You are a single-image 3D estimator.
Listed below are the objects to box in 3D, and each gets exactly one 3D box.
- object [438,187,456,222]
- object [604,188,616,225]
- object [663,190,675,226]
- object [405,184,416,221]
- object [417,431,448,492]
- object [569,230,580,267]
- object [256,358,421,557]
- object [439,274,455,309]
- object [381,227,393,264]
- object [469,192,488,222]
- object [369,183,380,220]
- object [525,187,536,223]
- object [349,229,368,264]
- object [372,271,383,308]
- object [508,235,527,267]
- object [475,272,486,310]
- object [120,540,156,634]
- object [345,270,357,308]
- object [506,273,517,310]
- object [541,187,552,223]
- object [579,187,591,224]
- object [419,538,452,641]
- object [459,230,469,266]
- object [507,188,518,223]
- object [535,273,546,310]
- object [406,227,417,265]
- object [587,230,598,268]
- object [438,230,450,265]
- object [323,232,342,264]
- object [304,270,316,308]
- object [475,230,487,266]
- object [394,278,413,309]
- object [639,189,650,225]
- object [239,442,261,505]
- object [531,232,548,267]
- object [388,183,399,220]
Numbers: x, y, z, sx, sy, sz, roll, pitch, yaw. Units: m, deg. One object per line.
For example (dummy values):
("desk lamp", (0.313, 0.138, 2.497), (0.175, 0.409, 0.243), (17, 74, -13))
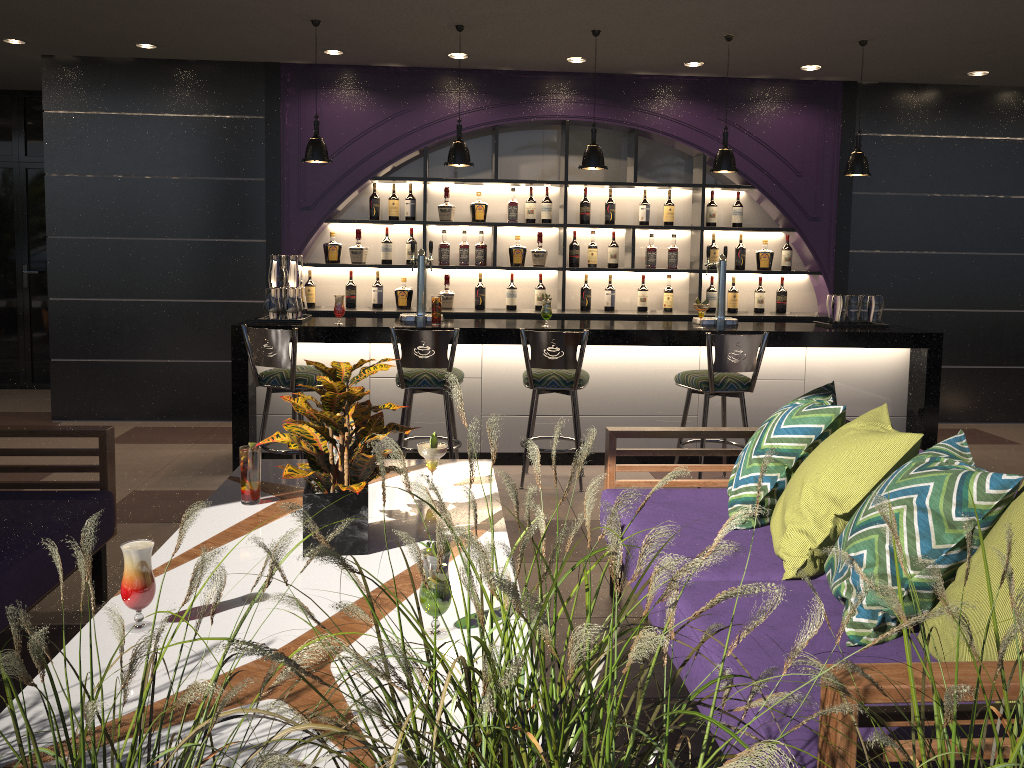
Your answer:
("object", (-0.518, -1.422, 7.021), (0.123, 0.278, 0.124), (2, 6, 9))
("object", (0.792, -1.427, 7.136), (0.086, 0.296, 0.086), (6, 7, 44))
("object", (1.273, -1.424, 7.175), (0.086, 0.297, 0.086), (6, 7, 44))
("object", (-0.803, -1.441, 6.990), (0.086, 0.313, 0.104), (1, 5, 1))
("object", (-0.269, 0.261, 2.992), (0.106, 0.196, 0.106), (3, 6, 23))
("object", (0.501, -1.085, 7.114), (0.086, 0.297, 0.086), (6, 7, 44))
("object", (-0.461, 0.182, 2.389), (0.425, 0.523, 0.433), (2, 6, 8))
("object", (-0.519, -0.735, 7.063), (0.123, 0.278, 0.124), (1, 6, -4))
("object", (-0.985, -1.089, 6.973), (0.086, 0.296, 0.086), (6, 7, 44))
("object", (-0.265, -1.407, 7.055), (0.151, 0.246, 0.094), (-1, 6, -16))
("object", (-1.086, -1.439, 6.994), (0.086, 0.296, 0.086), (6, 7, 44))
("object", (0.152, -1.436, 7.116), (0.086, 0.297, 0.086), (6, 7, 44))
("object", (-1.210, -1.085, 6.980), (0.123, 0.278, 0.124), (2, 6, 9))
("object", (-1.066, -0.757, 7.021), (0.086, 0.313, 0.104), (1, 5, 1))
("object", (0.045, -1.061, 7.066), (0.151, 0.246, 0.095), (1, 5, -2))
("object", (-0.253, -0.742, 7.063), (0.086, 0.296, 0.086), (6, 7, 44))
("object", (-0.788, 0.427, 1.867), (0.069, 0.180, 0.069), (-1, 6, -21))
("object", (-1.274, -0.751, 7.003), (0.086, 0.297, 0.086), (6, 7, 44))
("object", (-0.002, -0.740, 7.077), (0.086, 0.296, 0.086), (6, 7, 44))
("object", (0.279, -1.431, 7.102), (0.086, 0.296, 0.086), (6, 7, 44))
("object", (0.589, -1.429, 7.121), (0.086, 0.297, 0.086), (6, 7, 44))
("object", (-0.160, 0.424, 1.859), (0.069, 0.210, 0.069), (-1, 6, -21))
("object", (-0.383, -1.089, 7.084), (0.083, 0.280, 0.083), (1, 5, -4))
("object", (0.006, -1.424, 7.074), (0.083, 0.280, 0.083), (1, 5, -4))
("object", (0.228, -0.742, 7.116), (0.086, 0.297, 0.086), (6, 7, 44))
("object", (-0.796, -1.092, 7.008), (0.086, 0.297, 0.086), (6, 7, 44))
("object", (0.652, -1.090, 7.152), (0.080, 0.298, 0.080), (1, 5, -2))
("object", (-0.540, -1.086, 7.043), (0.083, 0.280, 0.083), (-1, 6, -19))
("object", (-1.409, -1.070, 6.956), (0.151, 0.246, 0.094), (-1, 6, -15))
("object", (-1.594, -0.752, 6.979), (0.086, 0.297, 0.086), (6, 7, 44))
("object", (-0.247, -1.085, 7.075), (0.083, 0.280, 0.083), (2, 5, 16))
("object", (-0.860, -0.721, 7.035), (0.151, 0.246, 0.094), (2, 5, 6))
("object", (1.074, -1.433, 7.159), (0.086, 0.313, 0.104), (1, 5, 1))
("object", (-0.822, 0.283, 2.803), (0.067, 0.188, 0.085), (3, 6, 20))
("object", (0.222, -1.077, 7.089), (0.123, 0.278, 0.124), (2, 6, 9))
("object", (-0.936, -1.437, 7.009), (0.086, 0.297, 0.086), (6, 7, 44))
